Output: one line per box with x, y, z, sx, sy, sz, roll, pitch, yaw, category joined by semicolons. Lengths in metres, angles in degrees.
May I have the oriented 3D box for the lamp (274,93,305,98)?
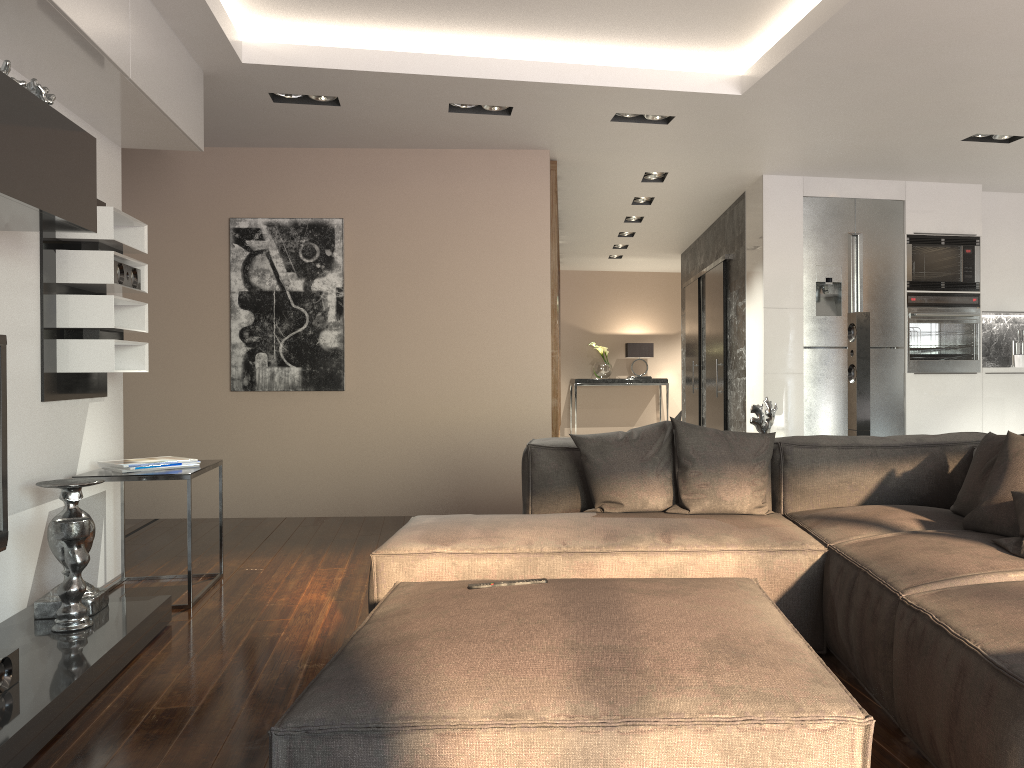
-1.239;-1.627;4.878;0.178;0.077;0.175;0;1;-3;lamp

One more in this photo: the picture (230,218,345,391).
-1.513;-0.535;5.936;0.755;1.165;0.029;0;0;-2;picture

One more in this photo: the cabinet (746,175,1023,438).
4.453;-0.346;4.492;4.531;2.500;6.795;0;1;-8;cabinet

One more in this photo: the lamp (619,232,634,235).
1.281;-1.711;9.893;0.177;0.077;0.177;0;1;1;lamp

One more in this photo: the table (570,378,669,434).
1.606;0.350;13.192;1.460;0.865;0.437;0;0;-11;table

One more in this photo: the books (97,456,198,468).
-1.615;0.344;3.904;0.239;0.011;0.336;1;1;41;books

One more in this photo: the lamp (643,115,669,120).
0.878;-1.641;5.312;0.187;0.077;0.167;-1;1;-44;lamp

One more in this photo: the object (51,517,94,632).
-1.512;0.652;3.023;0.126;0.371;0.119;0;0;-14;object

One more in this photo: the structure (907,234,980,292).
3.475;-0.985;7.441;0.673;0.450;0.601;0;1;-9;structure

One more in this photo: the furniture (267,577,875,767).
0.148;0.731;2.036;1.095;0.440;1.097;0;1;1;furniture

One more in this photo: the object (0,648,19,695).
-1.418;0.799;2.315;0.073;0.094;0.354;0;1;-6;object

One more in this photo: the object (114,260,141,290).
-1.706;-0.470;3.816;0.073;0.094;0.354;0;1;-6;object

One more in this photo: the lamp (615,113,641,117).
0.697;-1.640;5.275;0.178;0.077;0.175;0;1;-3;lamp

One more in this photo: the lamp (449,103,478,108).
-0.276;-1.633;5.075;0.178;0.077;0.175;0;1;-3;lamp

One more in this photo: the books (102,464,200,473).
-1.601;0.366;3.901;0.336;0.011;0.239;-1;1;-44;books

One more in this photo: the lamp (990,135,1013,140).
3.248;-1.657;5.796;0.185;0.077;0.169;-1;1;-26;lamp

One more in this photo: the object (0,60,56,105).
-1.585;-0.914;2.751;0.330;0.177;0.316;0;1;-9;object

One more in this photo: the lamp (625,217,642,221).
1.228;-1.696;8.922;0.177;0.077;0.177;0;1;1;lamp

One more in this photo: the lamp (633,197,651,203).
1.174;-1.682;7.959;0.168;0.077;0.186;0;1;37;lamp

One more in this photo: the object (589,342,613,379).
1.343;-0.355;13.137;0.339;0.546;0.280;-1;1;-34;object

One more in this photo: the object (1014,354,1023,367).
4.406;-0.201;7.627;0.087;0.117;0.097;0;1;40;object

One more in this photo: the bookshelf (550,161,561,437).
0.373;-0.405;9.571;0.290;2.490;6.549;0;1;3;bookshelf

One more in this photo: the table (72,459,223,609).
-1.595;0.652;3.923;0.459;0.563;0.590;0;1;-8;table

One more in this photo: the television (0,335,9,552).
-1.647;0.207;2.289;0.146;0.714;1.083;0;1;-6;television

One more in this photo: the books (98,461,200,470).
-1.606;0.355;3.907;0.240;0.011;0.335;0;1;36;books

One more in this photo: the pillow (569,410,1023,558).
1.335;0.325;3.316;1.988;0.431;1.114;1;1;43;pillow

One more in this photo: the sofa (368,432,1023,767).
0.845;0.587;2.828;2.738;0.704;2.484;0;1;1;sofa

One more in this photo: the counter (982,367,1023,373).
5.192;-0.102;6.086;2.743;0.041;3.956;0;1;-8;counter

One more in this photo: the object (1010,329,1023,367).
4.513;-0.313;7.731;0.295;0.336;0.059;0;0;-7;object

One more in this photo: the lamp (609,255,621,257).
1.382;-1.740;11.819;0.177;0.077;0.177;0;1;1;lamp

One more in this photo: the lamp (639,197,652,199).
1.164;-1.679;7.780;0.168;0.077;0.186;0;1;36;lamp

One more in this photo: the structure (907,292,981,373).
3.483;-0.419;7.399;0.678;0.651;0.637;0;1;-9;structure

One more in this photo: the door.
2.078;-0.195;9.549;0.129;2.055;2.846;0;1;3;door

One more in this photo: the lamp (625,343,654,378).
1.916;-0.349;13.219;0.407;0.528;0.280;0;0;-10;lamp

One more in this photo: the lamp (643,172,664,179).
1.122;-1.667;6.992;0.168;0.077;0.186;0;1;37;lamp

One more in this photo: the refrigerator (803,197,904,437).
2.695;-0.303;7.257;0.891;2.343;0.572;0;0;-10;refrigerator

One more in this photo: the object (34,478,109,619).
-1.613;0.594;3.220;0.227;0.482;0.212;0;0;-15;object

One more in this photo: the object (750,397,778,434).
1.294;0.209;4.479;0.300;0.287;0.269;-1;1;-39;object

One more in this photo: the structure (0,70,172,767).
-1.442;0.069;1.997;0.488;1.766;2.834;0;1;-6;structure

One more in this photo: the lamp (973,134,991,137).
3.068;-1.655;5.758;0.180;0.077;0.173;0;1;-9;lamp

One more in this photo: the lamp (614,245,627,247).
1.334;-1.725;10.859;0.177;0.077;0.177;0;1;1;lamp

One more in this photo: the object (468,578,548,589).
-0.011;0.527;2.324;0.212;0.015;0.050;0;1;-12;object

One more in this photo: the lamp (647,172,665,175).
1.112;-1.664;6.813;0.168;0.077;0.186;0;1;36;lamp

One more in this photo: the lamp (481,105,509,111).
-0.096;-1.635;5.113;0.182;0.077;0.172;0;1;-14;lamp

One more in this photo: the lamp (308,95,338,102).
-1.058;-1.628;4.915;0.182;0.077;0.172;0;1;-14;lamp
